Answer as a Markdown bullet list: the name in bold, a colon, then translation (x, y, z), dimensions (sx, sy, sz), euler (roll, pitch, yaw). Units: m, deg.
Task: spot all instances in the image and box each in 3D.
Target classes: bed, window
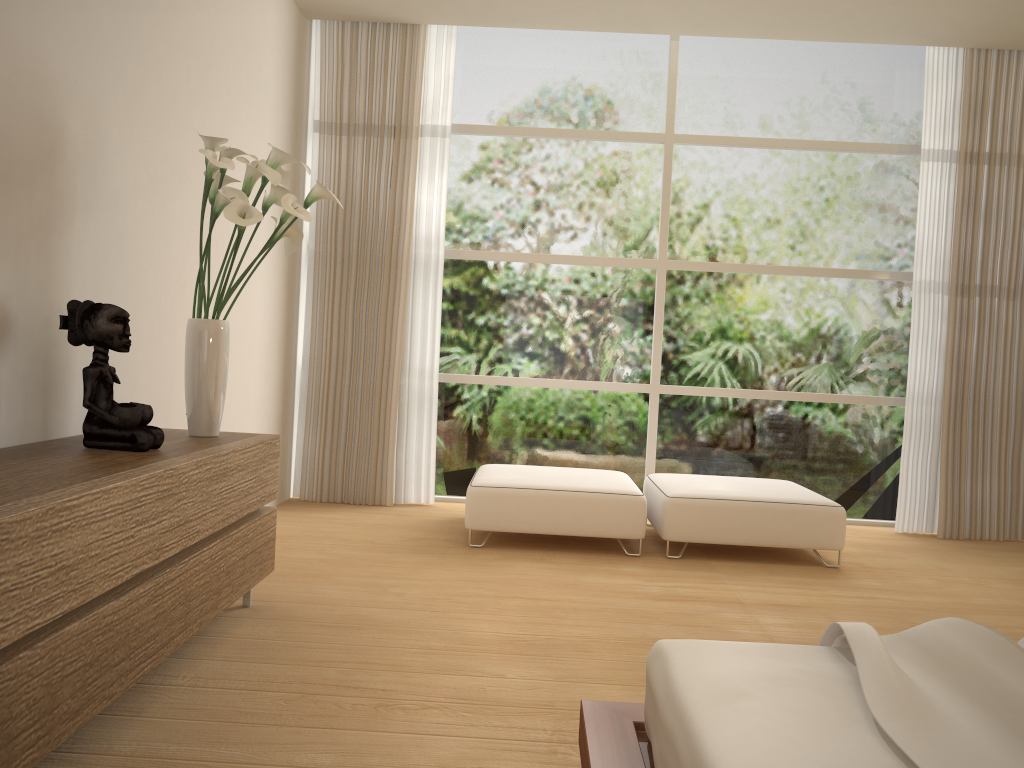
- **bed**: translation (1.391, 0.773, 0.806), dimensions (2.535, 0.570, 2.599), euler (3, 2, 1)
- **window**: translation (1.009, -0.808, 5.997), dimensions (4.781, 3.371, 0.071), euler (3, 2, 1)

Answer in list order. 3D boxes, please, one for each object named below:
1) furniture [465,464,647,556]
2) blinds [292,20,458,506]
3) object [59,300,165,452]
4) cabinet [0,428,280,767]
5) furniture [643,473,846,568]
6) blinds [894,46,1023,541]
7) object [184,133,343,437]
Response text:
- **furniture**: translation (0.240, 0.693, 5.091), dimensions (0.965, 0.346, 0.964), euler (3, 2, 1)
- **blinds**: translation (-0.898, -0.891, 5.785), dimensions (0.950, 3.352, 0.211), euler (3, 2, 0)
- **object**: translation (-1.219, -0.027, 2.728), dimensions (0.282, 0.453, 0.181), euler (3, 2, 1)
- **cabinet**: translation (-1.253, 0.564, 1.593), dimensions (0.588, 0.662, 3.713), euler (3, 2, 1)
- **furniture**: translation (1.274, 0.748, 5.067), dimensions (0.965, 0.346, 0.964), euler (3, 2, 1)
- **blinds**: translation (2.977, -0.686, 5.643), dimensions (0.814, 3.351, 0.202), euler (3, 2, 0)
- **object**: translation (-0.947, -0.346, 3.207), dimensions (0.515, 1.085, 0.608), euler (2, 2, -41)
